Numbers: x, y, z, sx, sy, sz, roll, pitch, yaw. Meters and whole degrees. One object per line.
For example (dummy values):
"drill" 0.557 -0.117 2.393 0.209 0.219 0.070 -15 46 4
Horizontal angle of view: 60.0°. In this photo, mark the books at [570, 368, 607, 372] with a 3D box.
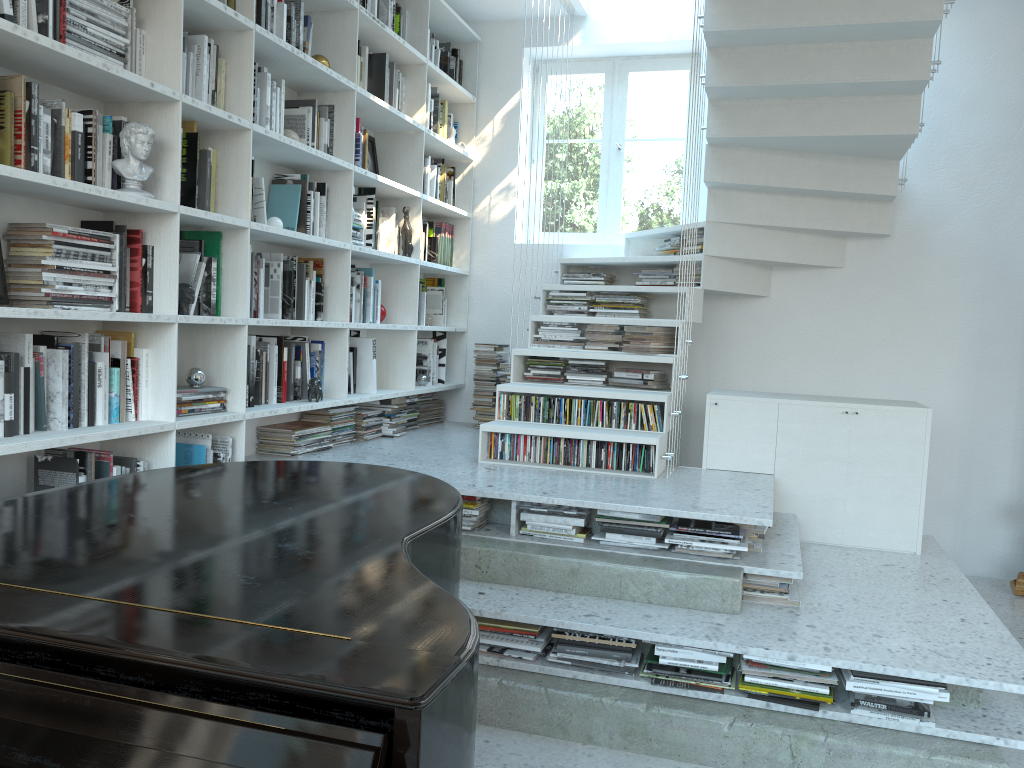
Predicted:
"books" 0.404 -0.075 4.666 0.155 0.012 0.189 4 4 19

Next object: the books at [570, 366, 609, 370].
"books" 0.413 -0.087 4.696 0.185 0.008 0.129 4 4 15

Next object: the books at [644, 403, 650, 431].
"books" 0.648 0.156 4.204 0.036 0.123 0.125 4 4 16

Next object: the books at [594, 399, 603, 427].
"books" 0.417 0.139 4.272 0.016 0.125 0.125 4 4 16

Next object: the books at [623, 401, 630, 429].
"books" 0.548 0.147 4.233 0.008 0.125 0.125 4 4 16

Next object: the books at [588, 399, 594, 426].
"books" 0.387 0.137 4.281 0.009 0.125 0.125 4 4 16

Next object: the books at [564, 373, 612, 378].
"books" 0.403 -0.049 4.670 0.225 0.014 0.184 4 4 14

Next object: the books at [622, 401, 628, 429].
"books" 0.542 0.147 4.235 0.008 0.125 0.125 4 4 16

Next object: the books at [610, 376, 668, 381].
"books" 0.648 -0.028 4.520 0.254 0.007 0.161 5 4 36

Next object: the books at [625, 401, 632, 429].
"books" 0.555 0.148 4.231 0.008 0.125 0.125 4 4 16

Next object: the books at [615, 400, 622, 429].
"books" 0.511 0.145 4.244 0.010 0.125 0.125 4 4 16

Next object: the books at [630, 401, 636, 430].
"books" 0.577 0.149 4.225 0.008 0.125 0.125 4 4 16

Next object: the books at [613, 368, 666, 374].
"books" 0.648 -0.066 4.514 0.212 0.014 0.168 5 4 36

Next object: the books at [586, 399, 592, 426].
"books" 0.378 0.137 4.283 0.013 0.125 0.125 4 4 16

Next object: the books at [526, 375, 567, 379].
"books" 0.190 -0.040 4.740 0.216 0.009 0.158 3 4 10

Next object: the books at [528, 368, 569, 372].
"books" 0.197 -0.078 4.755 0.198 0.010 0.132 4 4 20

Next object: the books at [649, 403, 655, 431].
"books" 0.671 0.157 4.197 0.035 0.123 0.125 4 4 16

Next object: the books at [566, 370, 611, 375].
"books" 0.407 -0.063 4.681 0.219 0.013 0.149 4 4 22

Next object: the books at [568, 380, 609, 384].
"books" 0.406 -0.013 4.689 0.198 0.013 0.137 4 4 23

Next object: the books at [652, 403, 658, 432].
"books" 0.685 0.158 4.193 0.035 0.123 0.125 4 4 16

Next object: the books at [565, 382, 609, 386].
"books" 0.399 -0.004 4.667 0.223 0.004 0.191 3 4 12

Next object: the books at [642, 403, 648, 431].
"books" 0.640 0.155 4.206 0.035 0.123 0.125 4 4 16

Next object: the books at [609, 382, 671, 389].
"books" 0.650 0.003 4.526 0.288 0.017 0.136 6 5 39

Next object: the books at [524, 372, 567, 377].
"books" 0.189 -0.050 4.737 0.225 0.012 0.159 4 4 24

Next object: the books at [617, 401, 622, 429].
"books" 0.520 0.146 4.242 0.009 0.125 0.125 4 4 16

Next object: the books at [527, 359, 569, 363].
"books" 0.195 -0.125 4.740 0.195 0.012 0.160 4 4 14

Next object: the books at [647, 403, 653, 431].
"books" 0.663 0.156 4.199 0.034 0.123 0.125 4 4 16

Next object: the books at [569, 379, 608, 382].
"books" 0.406 -0.023 4.688 0.188 0.008 0.147 4 4 20

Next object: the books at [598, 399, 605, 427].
"books" 0.431 0.140 4.268 0.013 0.125 0.125 4 4 16

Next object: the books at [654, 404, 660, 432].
"books" 0.693 0.158 4.191 0.034 0.123 0.125 4 4 16

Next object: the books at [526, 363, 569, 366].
"books" 0.194 -0.108 4.739 0.208 0.009 0.159 3 4 12

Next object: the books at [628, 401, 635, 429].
"books" 0.569 0.149 4.227 0.010 0.125 0.125 4 4 16

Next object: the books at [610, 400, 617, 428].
"books" 0.487 0.144 4.251 0.007 0.125 0.125 4 4 16

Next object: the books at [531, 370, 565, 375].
"books" 0.194 -0.065 4.749 0.166 0.015 0.145 3 4 11

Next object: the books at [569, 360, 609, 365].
"books" 0.406 -0.114 4.665 0.194 0.014 0.177 3 4 11

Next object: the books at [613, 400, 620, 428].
"books" 0.502 0.144 4.247 0.008 0.125 0.125 4 4 16

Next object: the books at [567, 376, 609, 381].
"books" 0.402 -0.035 4.671 0.207 0.016 0.175 3 4 11

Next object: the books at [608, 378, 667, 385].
"books" 0.639 -0.014 4.508 0.239 0.019 0.171 6 5 41

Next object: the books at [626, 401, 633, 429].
"books" 0.562 0.148 4.229 0.010 0.125 0.125 4 4 16

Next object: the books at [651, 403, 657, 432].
"books" 0.678 0.157 4.195 0.036 0.123 0.125 4 4 16

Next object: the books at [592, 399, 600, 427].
"books" 0.407 0.138 4.275 0.009 0.125 0.125 4 4 16

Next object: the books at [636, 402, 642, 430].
"books" 0.606 0.151 4.216 0.008 0.125 0.125 4 4 16

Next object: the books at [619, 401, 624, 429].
"books" 0.527 0.146 4.239 0.007 0.125 0.125 4 4 16

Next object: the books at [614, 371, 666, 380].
"books" 0.654 -0.045 4.525 0.222 0.028 0.141 5 4 35

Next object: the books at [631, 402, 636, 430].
"books" 0.585 0.150 4.222 0.008 0.125 0.125 4 4 16

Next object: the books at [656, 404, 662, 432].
"books" 0.700 0.159 4.188 0.036 0.123 0.125 4 4 16

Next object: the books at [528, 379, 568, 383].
"books" 0.196 -0.023 4.767 0.188 0.014 0.130 4 4 16

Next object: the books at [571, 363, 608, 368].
"books" 0.412 -0.099 4.689 0.178 0.017 0.133 4 4 20

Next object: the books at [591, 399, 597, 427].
"books" 0.397 0.138 4.278 0.011 0.125 0.125 4 4 16

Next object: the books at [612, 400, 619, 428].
"books" 0.495 0.144 4.249 0.008 0.125 0.125 4 4 16

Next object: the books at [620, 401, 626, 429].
"books" 0.535 0.147 4.237 0.007 0.125 0.125 4 4 16

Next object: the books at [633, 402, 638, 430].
"books" 0.592 0.150 4.220 0.008 0.125 0.125 4 4 16

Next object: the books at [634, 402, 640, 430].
"books" 0.599 0.151 4.218 0.007 0.125 0.125 4 4 16

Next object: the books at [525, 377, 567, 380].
"books" 0.187 -0.032 4.734 0.195 0.007 0.188 4 4 14

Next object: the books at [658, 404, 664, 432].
"books" 0.708 0.159 4.186 0.033 0.123 0.125 4 4 16

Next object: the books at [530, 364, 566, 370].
"books" 0.195 -0.093 4.747 0.181 0.022 0.140 3 4 10

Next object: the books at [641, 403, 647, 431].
"books" 0.633 0.154 4.208 0.034 0.123 0.125 4 4 16

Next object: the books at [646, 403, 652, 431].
"books" 0.656 0.156 4.201 0.034 0.123 0.125 4 4 16

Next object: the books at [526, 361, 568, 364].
"books" 0.189 -0.115 4.721 0.188 0.006 0.198 3 4 13

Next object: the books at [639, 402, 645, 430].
"books" 0.616 0.152 4.213 0.011 0.125 0.125 4 4 16
